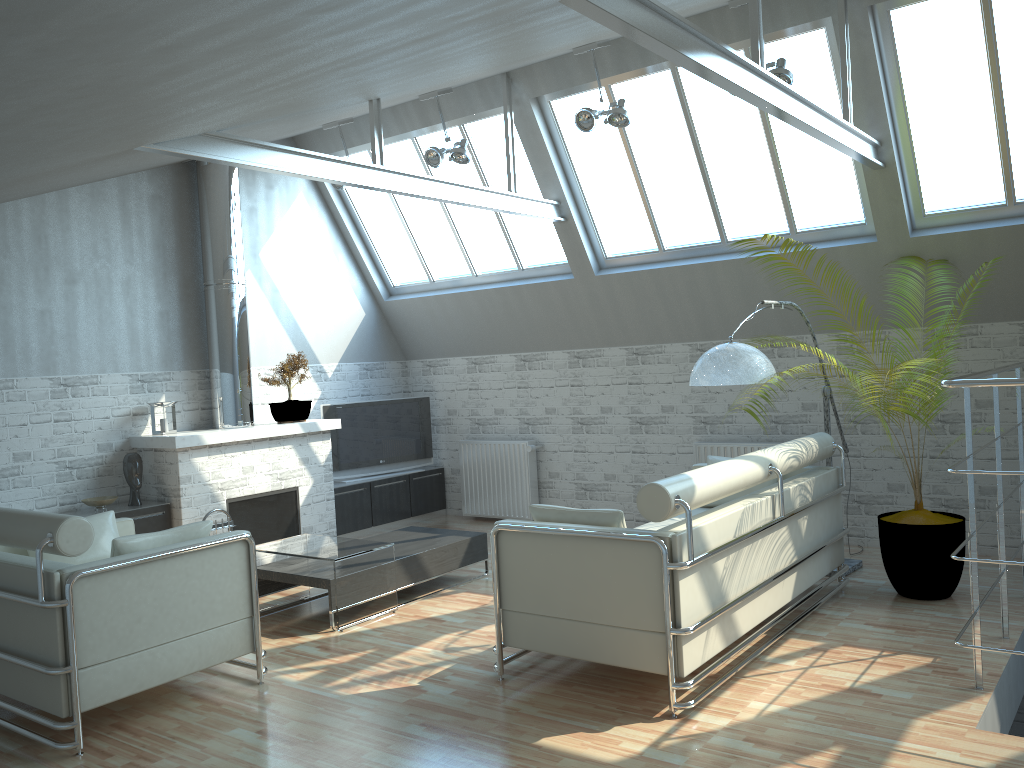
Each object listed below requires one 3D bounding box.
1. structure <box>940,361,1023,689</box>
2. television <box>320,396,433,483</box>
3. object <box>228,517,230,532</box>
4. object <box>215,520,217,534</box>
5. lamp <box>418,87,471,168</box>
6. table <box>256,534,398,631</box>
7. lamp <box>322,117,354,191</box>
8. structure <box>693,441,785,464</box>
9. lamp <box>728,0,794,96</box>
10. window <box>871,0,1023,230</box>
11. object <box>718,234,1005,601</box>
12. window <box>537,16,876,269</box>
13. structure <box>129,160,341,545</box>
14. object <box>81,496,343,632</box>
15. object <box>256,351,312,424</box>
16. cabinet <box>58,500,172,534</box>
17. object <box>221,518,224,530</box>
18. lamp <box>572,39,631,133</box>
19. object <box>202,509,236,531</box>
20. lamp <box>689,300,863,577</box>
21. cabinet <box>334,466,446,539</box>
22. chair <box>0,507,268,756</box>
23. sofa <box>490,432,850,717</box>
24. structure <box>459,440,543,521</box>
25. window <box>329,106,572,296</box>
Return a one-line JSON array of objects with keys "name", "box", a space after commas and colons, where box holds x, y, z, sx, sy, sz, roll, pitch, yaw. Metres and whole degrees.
[{"name": "structure", "box": [7.475, 1.113, 7.975, 5.366, 2.781, 6.483, -2, 2, 37]}, {"name": "television", "box": [-2.684, 1.077, 17.621, 2.577, 1.514, 0.592, -4, 2, -43]}, {"name": "object", "box": [-4.360, 2.493, 13.722, 0.155, 0.873, 0.026, -2, 2, 38]}, {"name": "object", "box": [-4.439, 2.532, 13.520, 0.145, 0.932, 0.065, -3, 1, 18]}, {"name": "lamp", "box": [-1.099, -4.013, 13.847, 0.808, 1.172, 0.619, -2, 2, 41]}, {"name": "table", "box": [-2.479, 2.524, 11.497, 1.726, 0.867, 1.015, -2, 2, 37]}, {"name": "lamp", "box": [-2.871, -3.944, 15.166, 0.808, 1.172, 0.619, -2, 2, 41]}, {"name": "structure", "box": [3.911, 1.714, 14.446, 1.892, 1.524, 0.508, -2, 2, 37]}, {"name": "lamp", "box": [2.954, -4.170, 10.830, 0.808, 1.172, 0.619, -2, 2, 41]}, {"name": "window", "box": [6.942, -3.584, 10.386, 4.651, 2.787, 1.897, -2, 2, 37]}, {"name": "object", "box": [4.118, 0.432, 10.819, 3.777, 4.386, 5.015, -3, 1, 12]}, {"name": "window", "box": [2.869, -3.425, 13.417, 4.651, 2.787, 1.897, -2, 2, 37]}, {"name": "structure", "box": [-4.641, -0.570, 14.914, 1.309, 7.180, 3.302, -2, 2, 37]}, {"name": "object", "box": [-3.970, 1.766, 12.162, 4.859, 2.558, 1.528, -2, 2, 36]}, {"name": "object", "box": [-3.972, 0.048, 15.507, 0.572, 1.265, 1.115, -2, 2, 40]}, {"name": "cabinet", "box": [-6.893, 2.578, 11.976, 0.914, 1.270, 4.572, -2, 2, 37]}, {"name": "object", "box": [-4.428, 2.490, 13.630, 0.025, 0.855, 0.025, -4, 1, -31]}, {"name": "lamp", "box": [1.167, -4.101, 12.160, 0.808, 1.172, 0.618, -2, 2, 41]}, {"name": "object", "box": [-4.524, 2.480, 13.644, 0.412, 1.124, 0.584, -2, 2, 37]}, {"name": "lamp", "box": [3.882, 0.753, 11.827, 1.015, 3.709, 4.621, -2, 2, 43]}, {"name": "cabinet", "box": [-2.719, 2.347, 17.616, 0.908, 1.016, 3.234, -2, 2, 37]}, {"name": "chair", "box": [-4.150, 2.127, 8.946, 2.507, 2.001, 2.201, -2, 2, 37]}, {"name": "sofa", "box": [2.028, 1.761, 10.066, 2.199, 1.999, 4.866, -2, 2, 37]}, {"name": "structure", "box": [-0.207, 1.874, 17.511, 1.892, 1.524, 0.508, -2, 2, 37]}, {"name": "window", "box": [-1.204, -3.267, 16.449, 4.651, 2.787, 1.897, -2, 2, 37]}]
